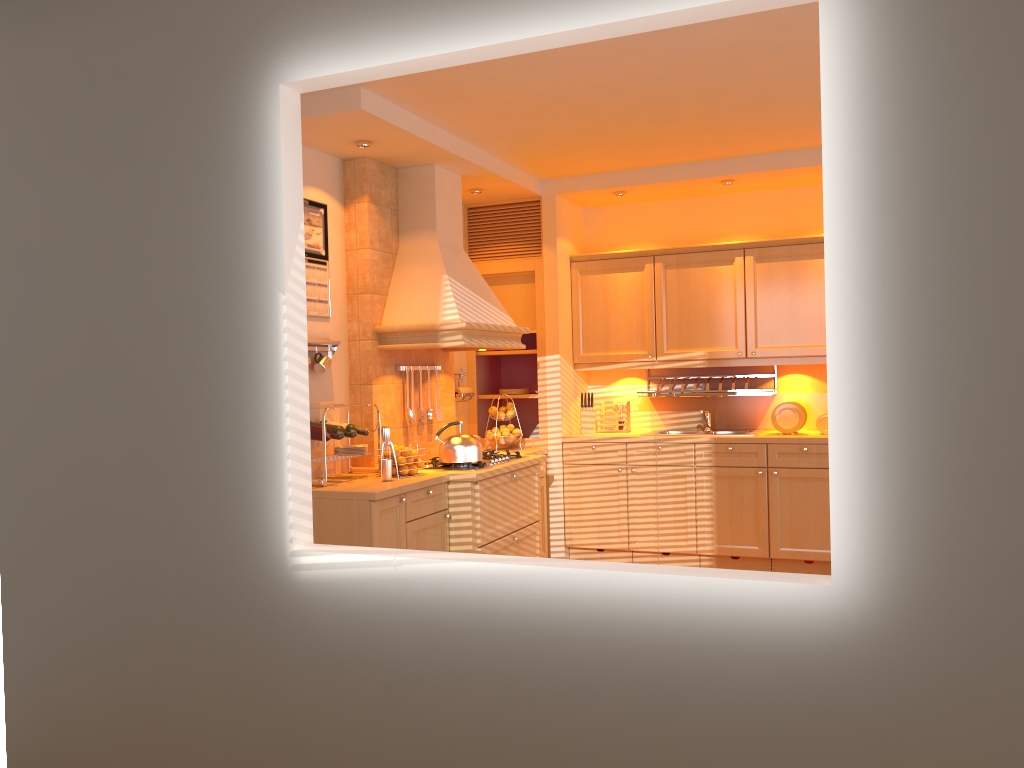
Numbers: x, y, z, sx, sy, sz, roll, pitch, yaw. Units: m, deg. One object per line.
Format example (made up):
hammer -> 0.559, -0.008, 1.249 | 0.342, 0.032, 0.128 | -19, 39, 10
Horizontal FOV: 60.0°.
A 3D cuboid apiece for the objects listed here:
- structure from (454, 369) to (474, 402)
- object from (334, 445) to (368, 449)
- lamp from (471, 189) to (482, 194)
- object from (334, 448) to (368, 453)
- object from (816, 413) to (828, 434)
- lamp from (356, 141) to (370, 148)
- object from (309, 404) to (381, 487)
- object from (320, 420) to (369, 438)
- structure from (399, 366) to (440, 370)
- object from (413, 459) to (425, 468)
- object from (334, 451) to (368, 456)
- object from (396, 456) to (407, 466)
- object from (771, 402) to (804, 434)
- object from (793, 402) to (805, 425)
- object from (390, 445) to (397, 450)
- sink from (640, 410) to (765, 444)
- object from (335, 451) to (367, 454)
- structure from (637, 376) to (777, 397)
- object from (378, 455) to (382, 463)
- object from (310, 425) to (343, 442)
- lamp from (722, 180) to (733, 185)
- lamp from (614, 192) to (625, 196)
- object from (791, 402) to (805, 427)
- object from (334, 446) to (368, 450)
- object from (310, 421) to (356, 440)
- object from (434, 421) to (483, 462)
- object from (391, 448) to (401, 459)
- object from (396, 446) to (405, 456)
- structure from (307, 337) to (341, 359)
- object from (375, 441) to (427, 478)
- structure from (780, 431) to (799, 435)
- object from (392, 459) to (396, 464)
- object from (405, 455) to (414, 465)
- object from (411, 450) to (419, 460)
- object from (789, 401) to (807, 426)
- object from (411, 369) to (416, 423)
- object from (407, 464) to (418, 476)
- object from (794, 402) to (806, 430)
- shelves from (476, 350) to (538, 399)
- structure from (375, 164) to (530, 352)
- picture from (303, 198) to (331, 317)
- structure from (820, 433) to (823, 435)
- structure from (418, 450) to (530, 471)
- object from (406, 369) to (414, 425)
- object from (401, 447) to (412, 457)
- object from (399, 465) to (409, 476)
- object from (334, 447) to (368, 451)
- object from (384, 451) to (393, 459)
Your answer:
structure -> -0.354, 0.009, 6.045 | 0.126, 0.220, 0.320 | -1, 1, 23
object -> -0.838, 0.330, 4.627 | 0.172, 0.011, 0.163 | -2, 1, -8
lamp -> -0.234, -1.258, 5.792 | 0.070, 0.021, 0.070 | -1, 1, 6
object -> -0.837, 0.350, 4.627 | 0.172, 0.011, 0.163 | -2, 1, -8
object -> 1.984, 0.250, 5.586 | 0.133, 0.129, 0.037 | -1, 1, 23
lamp -> -0.763, -1.228, 4.548 | 0.070, 0.021, 0.070 | -1, 1, 6
object -> -0.894, 0.298, 4.523 | 0.221, 0.379, 0.572 | -1, 1, 23
object -> -0.866, 0.232, 4.574 | 0.282, 0.095, 0.076 | -1, 1, 23
structure -> -0.543, -0.095, 5.301 | 0.009, 0.024, 0.506 | -1, 1, 23
object -> -0.488, 0.419, 4.657 | 0.052, 0.054, 0.061 | -2, 1, -40
object -> -0.837, 0.363, 4.628 | 0.172, 0.011, 0.163 | -2, 1, -8
object -> -0.570, 0.396, 4.549 | 0.053, 0.051, 0.063 | -1, 1, 42
object -> 1.765, 0.217, 5.680 | 0.205, 0.200, 0.049 | -1, 1, 25
object -> 1.789, 0.216, 5.731 | 0.205, 0.200, 0.049 | -1, 1, 25
object -> -0.620, 0.350, 4.696 | 0.059, 0.060, 0.050 | -2, 1, -17
sink -> 1.282, 0.338, 5.950 | 0.746, 0.336, 0.465 | -1, 1, 23
object -> -0.837, 0.357, 4.627 | 0.172, 0.011, 0.163 | -2, 1, -8
structure -> 1.334, 0.018, 6.086 | 0.900, 0.126, 0.300 | -1, 1, 23
object -> -0.669, 0.399, 4.623 | 0.060, 0.055, 0.053 | -1, 1, 26
object -> -0.956, 0.237, 4.361 | 0.282, 0.095, 0.076 | -1, 1, 23
lamp -> 1.393, -1.300, 5.729 | 0.070, 0.021, 0.070 | -2, 1, -28
lamp -> 0.730, -1.286, 6.007 | 0.070, 0.021, 0.070 | -2, 1, -16
object -> 1.777, 0.216, 5.706 | 0.205, 0.200, 0.049 | -1, 1, 25
object -> -0.837, 0.337, 4.627 | 0.172, 0.011, 0.163 | -2, 1, -8
object -> -0.911, 0.234, 4.468 | 0.282, 0.095, 0.076 | -1, 1, 23
object -> -0.286, 0.312, 4.904 | 0.242, 0.215, 0.251 | -1, 1, 10
object -> -0.595, 0.357, 4.563 | 0.057, 0.060, 0.052 | -2, 1, -29
object -> -0.580, 0.349, 4.630 | 0.063, 0.053, 0.051 | -2, 1, -15
structure -> -1.024, -0.182, 4.553 | 0.069, 0.118, 0.405 | -1, 1, 23
object -> -0.582, 0.391, 4.640 | 0.189, 0.174, 0.207 | -1, 1, 38
structure -> 1.792, 0.317, 5.727 | 0.084, 0.010, 0.219 | -1, 1, 26
object -> -0.595, 0.394, 4.601 | 0.051, 0.053, 0.064 | -2, 1, -14
object -> -0.538, 0.396, 4.602 | 0.062, 0.053, 0.052 | -1, 1, 45
object -> -0.515, 0.373, 4.650 | 0.053, 0.052, 0.061 | -2, 1, -4
object -> 1.814, 0.214, 5.781 | 0.205, 0.200, 0.049 | -1, 1, 25
object -> -0.577, 0.071, 5.186 | 0.006, 0.319, 0.028 | -1, 1, 23
object -> -0.529, 0.447, 4.620 | 0.074, 0.063, 0.064 | -1, 1, 3
object -> 1.801, 0.215, 5.756 | 0.205, 0.200, 0.049 | -1, 1, 25
shelves -> 0.084, 0.112, 6.466 | 0.600, 0.702, 0.582 | -1, 1, 23
structure -> 1.261, -0.727, 5.287 | 4.091, 1.148, 1.061 | -2, 1, -3
picture -> -1.065, -0.654, 4.557 | 0.009, 0.605, 0.417 | -1, 1, 23
structure -> 2.020, 0.312, 5.663 | 0.084, 0.010, 0.219 | -1, 1, 24
structure -> -0.272, 0.440, 5.203 | 0.494, 0.051, 0.797 | -1, 1, 23
object -> -0.590, 0.074, 5.128 | 0.028, 0.323, 0.055 | -1, 1, 23
object -> -0.546, 0.352, 4.582 | 0.053, 0.051, 0.063 | -1, 1, 30
object -> -0.557, 0.443, 4.565 | 0.052, 0.057, 0.060 | -2, 1, -15
object -> -0.837, 0.343, 4.627 | 0.172, 0.011, 0.163 | -2, 1, -8
object -> -0.637, 0.370, 4.596 | 0.063, 0.051, 0.053 | -1, 1, 28
